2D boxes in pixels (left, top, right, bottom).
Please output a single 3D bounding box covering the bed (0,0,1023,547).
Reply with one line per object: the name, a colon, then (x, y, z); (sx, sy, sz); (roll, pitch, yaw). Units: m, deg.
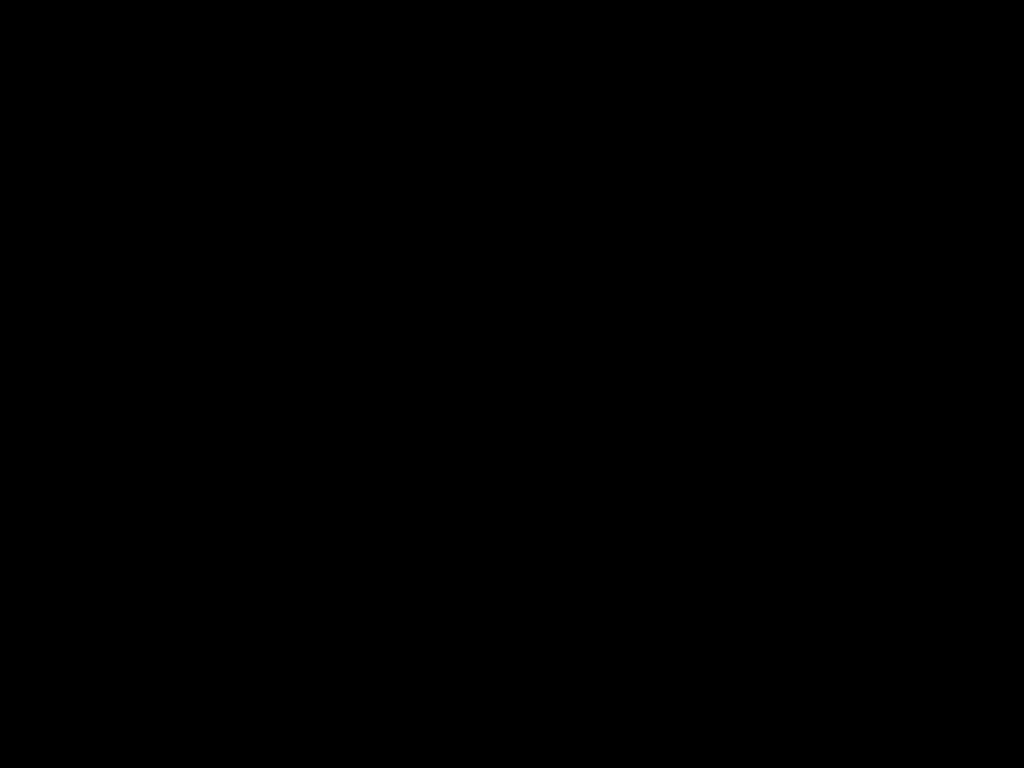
bed: (0.233, -0.221, 1.465); (2.087, 0.994, 3.009); (-1, 0, 40)
